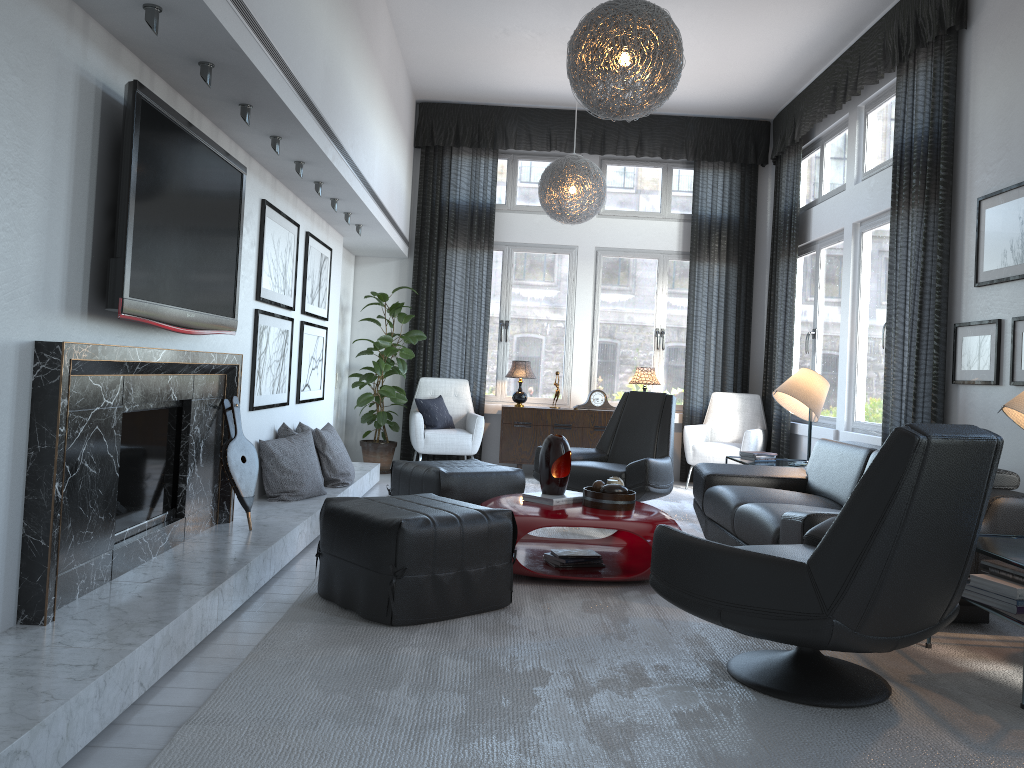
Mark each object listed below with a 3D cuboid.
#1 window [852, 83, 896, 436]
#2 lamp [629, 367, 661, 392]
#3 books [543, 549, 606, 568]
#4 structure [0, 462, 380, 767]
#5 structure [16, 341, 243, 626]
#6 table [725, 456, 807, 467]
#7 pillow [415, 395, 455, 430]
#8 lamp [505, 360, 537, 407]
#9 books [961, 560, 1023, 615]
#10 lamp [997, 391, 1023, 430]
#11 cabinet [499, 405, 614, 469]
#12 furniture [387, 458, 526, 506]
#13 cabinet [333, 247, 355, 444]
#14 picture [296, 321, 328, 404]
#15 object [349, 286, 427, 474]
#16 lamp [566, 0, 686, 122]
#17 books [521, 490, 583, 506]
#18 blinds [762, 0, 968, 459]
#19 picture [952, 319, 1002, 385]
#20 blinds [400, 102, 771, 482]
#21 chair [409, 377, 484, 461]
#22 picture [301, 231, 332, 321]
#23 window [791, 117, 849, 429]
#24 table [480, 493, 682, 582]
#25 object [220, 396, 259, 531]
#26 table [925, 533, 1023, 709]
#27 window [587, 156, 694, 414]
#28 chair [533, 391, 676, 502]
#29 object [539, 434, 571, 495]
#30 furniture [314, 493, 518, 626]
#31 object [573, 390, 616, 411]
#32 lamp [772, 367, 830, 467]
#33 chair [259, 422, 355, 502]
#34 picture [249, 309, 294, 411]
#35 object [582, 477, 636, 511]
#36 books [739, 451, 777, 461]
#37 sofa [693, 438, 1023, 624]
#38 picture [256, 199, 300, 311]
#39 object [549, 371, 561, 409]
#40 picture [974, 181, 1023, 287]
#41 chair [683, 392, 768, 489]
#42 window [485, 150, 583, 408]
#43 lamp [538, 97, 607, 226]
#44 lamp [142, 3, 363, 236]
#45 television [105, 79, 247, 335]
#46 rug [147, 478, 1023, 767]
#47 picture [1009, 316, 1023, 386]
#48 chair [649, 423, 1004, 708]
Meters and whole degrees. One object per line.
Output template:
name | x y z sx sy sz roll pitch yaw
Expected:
window | 2.458 -0.815 5.647 0.133 2.325 1.267 3 -1 -1
lamp | 1.152 0.053 7.703 0.280 0.398 0.280 3 -1 25
books | 0.295 0.821 4.183 0.272 0.054 0.204 3 1 -25
structure | -1.161 0.714 3.216 0.393 0.135 7.204 3 1 -1
structure | -1.511 0.322 3.231 0.520 0.925 1.686 3 0 -1
table | 1.726 0.707 5.678 0.593 0.411 0.593 3 0 -1
pillow | -0.648 0.243 7.510 0.253 0.296 0.356 3 0 26
lamp | 0.073 -0.002 7.689 0.280 0.398 0.280 3 -1 25
books | 1.639 0.637 2.772 0.321 0.116 0.279 3 0 -16
lamp | 2.044 0.442 3.326 0.475 1.016 1.166 2 -1 25
cabinet | 0.593 0.530 7.728 1.399 0.613 0.386 3 -1 -1
furniture | -0.319 0.631 4.970 0.598 0.378 0.614 3 0 -37
cabinet | -1.551 -0.215 7.420 0.191 1.897 1.171 3 -1 -1
picture | -1.337 -0.141 5.958 0.020 0.523 0.791 3 0 -1
object | -1.066 -0.042 7.429 0.936 1.591 0.638 2 -2 45
lamp | 0.512 -1.795 3.853 0.514 1.308 0.512 3 -1 -6
books | 0.222 0.536 4.186 0.201 0.030 0.306 4 1 44
blinds | 2.299 -0.710 6.361 0.189 3.280 3.210 3 0 -1
picture | 2.393 -0.160 4.574 0.020 0.327 0.427 3 0 -1
blinds | 0.658 -0.813 7.943 3.212 3.281 0.188 3 -2 -1
chair | -0.567 0.365 7.511 0.593 0.824 0.612 3 -1 -11
picture | -1.308 -0.707 5.974 0.020 0.523 0.791 3 0 -1
window | 2.437 -0.833 7.065 0.133 2.325 1.267 3 -1 -1
table | 0.296 0.704 4.168 0.942 0.300 0.939 3 0 -1
object | -1.205 0.346 3.921 0.175 0.581 0.196 3 -1 -20
table | 1.768 0.743 2.844 0.593 0.411 0.593 3 0 -1
window | 1.372 -0.900 8.088 1.268 2.325 0.133 3 -2 -1
chair | 0.687 0.449 5.612 0.841 0.811 0.803 3 -1 37
object | 0.202 0.380 4.191 0.151 0.280 0.153 2 -1 39
furniture | -0.378 0.647 3.415 0.613 0.378 0.599 3 0 -42
object | 0.742 0.140 7.707 0.406 0.181 0.180 3 0 -1
lamp | 2.017 0.419 5.173 0.474 1.016 1.168 4 -1 -27
chair | -1.175 0.436 5.336 0.391 0.431 1.335 3 0 0
picture | -1.325 -0.128 4.918 0.020 0.523 0.791 3 0 -1
object | 0.450 0.501 4.089 0.243 0.133 0.242 3 0 37
books | 1.615 0.475 5.827 0.215 0.050 0.161 3 1 -29
sofa | 1.518 0.605 4.213 0.936 0.617 1.904 3 0 -1
picture | -1.293 -0.694 4.934 0.020 0.523 0.791 3 0 -1
object | 0.382 0.050 7.720 0.096 0.325 0.096 3 -1 -1
picture | 2.427 -0.732 4.320 0.020 0.467 0.588 3 0 -1
chair | 1.821 0.487 7.529 0.594 0.824 0.612 2 -1 29
window | -0.045 -0.972 8.069 1.268 2.325 0.133 3 -2 -1
lamp | 0.469 -1.830 6.597 0.512 1.308 0.514 3 -1 -6
lamp | -1.054 -1.058 4.165 0.053 0.081 4.251 3 1 -1
television | -1.224 -0.559 3.254 0.129 0.753 1.158 3 0 -1
rug | 0.657 0.875 3.754 2.954 0.032 7.766 3 1 -1
picture | 2.401 -0.153 4.033 0.020 0.327 0.427 3 0 -1
chair | 0.971 0.499 2.630 0.839 0.811 0.805 3 -1 -28
